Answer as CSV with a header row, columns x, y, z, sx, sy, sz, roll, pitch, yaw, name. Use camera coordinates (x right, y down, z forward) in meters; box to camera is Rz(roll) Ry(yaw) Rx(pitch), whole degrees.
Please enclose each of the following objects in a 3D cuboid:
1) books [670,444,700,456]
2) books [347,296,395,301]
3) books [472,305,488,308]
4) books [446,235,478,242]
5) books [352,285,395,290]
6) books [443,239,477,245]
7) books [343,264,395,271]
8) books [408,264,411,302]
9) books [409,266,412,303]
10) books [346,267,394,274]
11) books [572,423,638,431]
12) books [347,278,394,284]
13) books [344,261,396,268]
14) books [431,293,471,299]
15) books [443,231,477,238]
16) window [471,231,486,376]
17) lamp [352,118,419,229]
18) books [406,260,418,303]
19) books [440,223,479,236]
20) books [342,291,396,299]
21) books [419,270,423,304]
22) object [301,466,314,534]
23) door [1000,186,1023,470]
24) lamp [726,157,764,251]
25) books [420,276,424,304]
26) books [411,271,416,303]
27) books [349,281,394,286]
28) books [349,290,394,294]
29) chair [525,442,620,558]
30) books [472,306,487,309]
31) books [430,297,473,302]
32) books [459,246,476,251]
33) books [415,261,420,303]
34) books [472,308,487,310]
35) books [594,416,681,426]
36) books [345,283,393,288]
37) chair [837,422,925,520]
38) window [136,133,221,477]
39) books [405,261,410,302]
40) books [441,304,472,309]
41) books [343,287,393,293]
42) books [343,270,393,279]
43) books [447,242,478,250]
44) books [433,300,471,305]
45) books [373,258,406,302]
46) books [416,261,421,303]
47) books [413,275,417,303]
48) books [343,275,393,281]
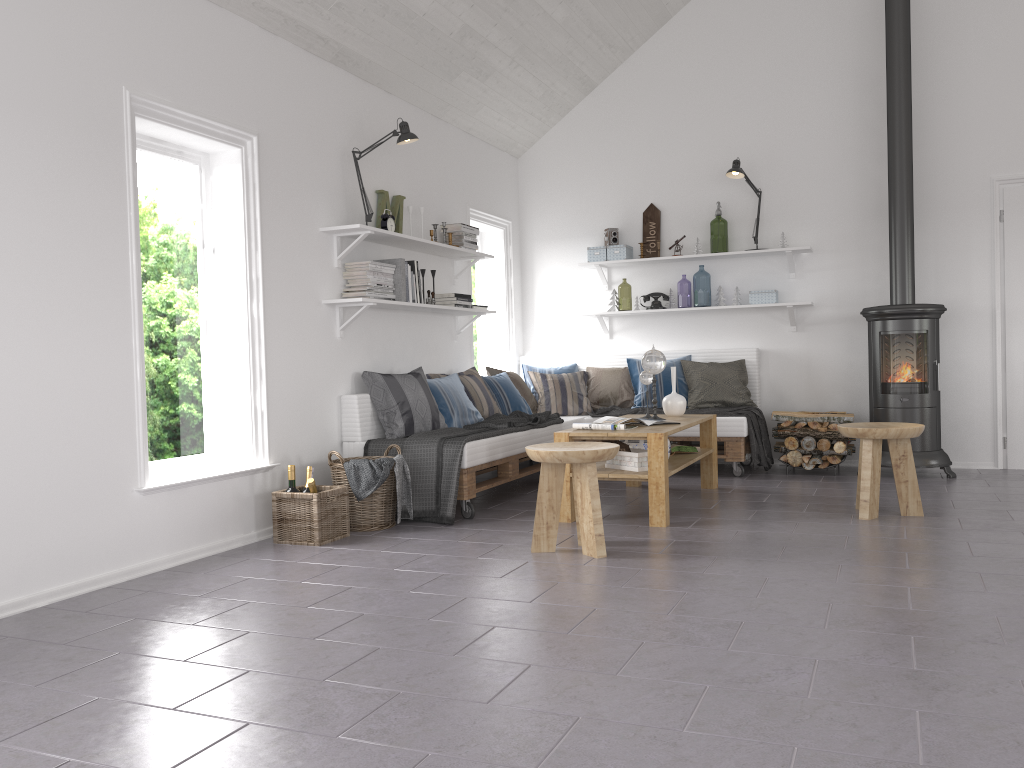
x,y,z,sx,sy,sz,roll,pitch,yaw,name
0.906,0.397,5.556,0.445,0.079,0.301,-2,2,-26,books
-0.846,-0.510,5.336,0.159,0.012,0.285,-1,2,23,books
-0.321,-0.567,6.516,0.202,0.012,0.251,-1,2,25,books
-0.370,-1.044,6.425,0.161,0.026,0.223,-1,2,23,books
-0.840,-0.577,5.354,0.161,0.013,0.256,-1,2,23,books
-0.372,-1.019,6.409,0.152,0.024,0.238,-1,2,23,books
-0.857,-0.697,5.338,0.182,0.016,0.288,-1,2,23,books
-0.731,-0.622,5.556,0.205,0.243,0.019,-1,2,23,books
-0.725,-0.618,5.572,0.200,0.236,0.031,-1,2,23,books
-0.856,-0.678,5.340,0.174,0.021,0.273,-1,2,23,books
0.518,0.230,4.913,0.300,0.043,0.229,-1,2,27,books
-0.852,-0.616,5.354,0.167,0.017,0.263,-1,2,23,books
-0.850,-0.713,5.328,0.182,0.016,0.288,-1,2,23,books
-0.429,-0.615,6.256,0.190,0.028,0.239,-1,2,25,books
-0.376,-1.070,6.399,0.161,0.027,0.223,-1,2,23,books
-0.390,-0.486,7.326,0.052,1.655,0.685,-1,2,23,window
-0.767,-1.252,5.321,0.439,0.703,0.196,-3,2,-32,lamp
-0.697,-0.640,5.631,0.200,0.274,0.038,-1,2,23,books
-0.377,-1.111,6.410,0.176,0.053,0.290,-1,2,23,books
-0.860,-0.529,5.329,0.176,0.025,0.331,-1,2,23,books
-0.662,-0.615,5.690,0.171,0.219,0.047,-1,2,23,books
-1.057,0.606,4.561,0.094,0.361,0.127,-1,2,23,object
3.911,-0.395,6.152,0.902,2.013,0.101,-1,2,23,door
1.803,-1.363,6.761,0.196,0.703,0.439,0,2,43,lamp
-0.650,-0.599,5.715,0.152,0.185,0.045,-1,2,23,books
-0.682,-0.603,5.587,0.141,0.203,0.044,-1,2,23,books
-0.847,-0.601,5.345,0.161,0.012,0.254,-1,2,23,books
-0.850,-0.548,5.353,0.161,0.013,0.254,-1,2,23,books
0.283,0.523,4.060,0.431,0.479,0.431,-1,2,21,chair
-0.316,-0.554,6.512,0.187,0.014,0.248,-1,2,21,books
-0.428,-0.590,6.266,0.212,0.023,0.258,-1,2,23,books
-0.385,-0.958,6.397,0.172,0.032,0.239,-1,2,23,books
-0.692,-0.640,5.649,0.200,0.272,0.054,-1,2,23,books
-0.313,-0.540,6.516,0.187,0.014,0.253,-1,2,23,books
0.716,0.212,5.151,0.422,0.049,0.300,-2,2,-22,books
-0.856,-0.589,5.338,0.159,0.012,0.285,-1,2,23,books
1.966,0.458,4.725,0.431,0.479,0.431,-1,2,20,chair
-1.664,-0.371,4.280,0.117,1.655,0.685,-1,2,23,window
-0.736,-0.628,5.531,0.193,0.257,0.046,-1,2,23,books
-0.425,-0.540,6.266,0.191,0.032,0.258,-1,2,25,books
-0.871,-0.561,5.343,0.182,0.016,0.288,-1,2,23,books
-0.870,-0.654,5.346,0.180,0.028,0.296,-1,2,23,books
-0.371,-0.990,6.404,0.172,0.032,0.239,-1,2,23,books
-0.423,-0.567,6.255,0.191,0.023,0.242,-1,2,21,books
-0.757,-0.633,5.488,0.200,0.271,0.050,-1,2,23,books
-0.684,-0.641,5.671,0.210,0.274,0.048,-1,2,23,books
-0.669,-0.596,5.608,0.125,0.185,0.042,-1,2,23,books
-0.869,-0.633,5.351,0.182,0.016,0.288,-1,2,23,books
